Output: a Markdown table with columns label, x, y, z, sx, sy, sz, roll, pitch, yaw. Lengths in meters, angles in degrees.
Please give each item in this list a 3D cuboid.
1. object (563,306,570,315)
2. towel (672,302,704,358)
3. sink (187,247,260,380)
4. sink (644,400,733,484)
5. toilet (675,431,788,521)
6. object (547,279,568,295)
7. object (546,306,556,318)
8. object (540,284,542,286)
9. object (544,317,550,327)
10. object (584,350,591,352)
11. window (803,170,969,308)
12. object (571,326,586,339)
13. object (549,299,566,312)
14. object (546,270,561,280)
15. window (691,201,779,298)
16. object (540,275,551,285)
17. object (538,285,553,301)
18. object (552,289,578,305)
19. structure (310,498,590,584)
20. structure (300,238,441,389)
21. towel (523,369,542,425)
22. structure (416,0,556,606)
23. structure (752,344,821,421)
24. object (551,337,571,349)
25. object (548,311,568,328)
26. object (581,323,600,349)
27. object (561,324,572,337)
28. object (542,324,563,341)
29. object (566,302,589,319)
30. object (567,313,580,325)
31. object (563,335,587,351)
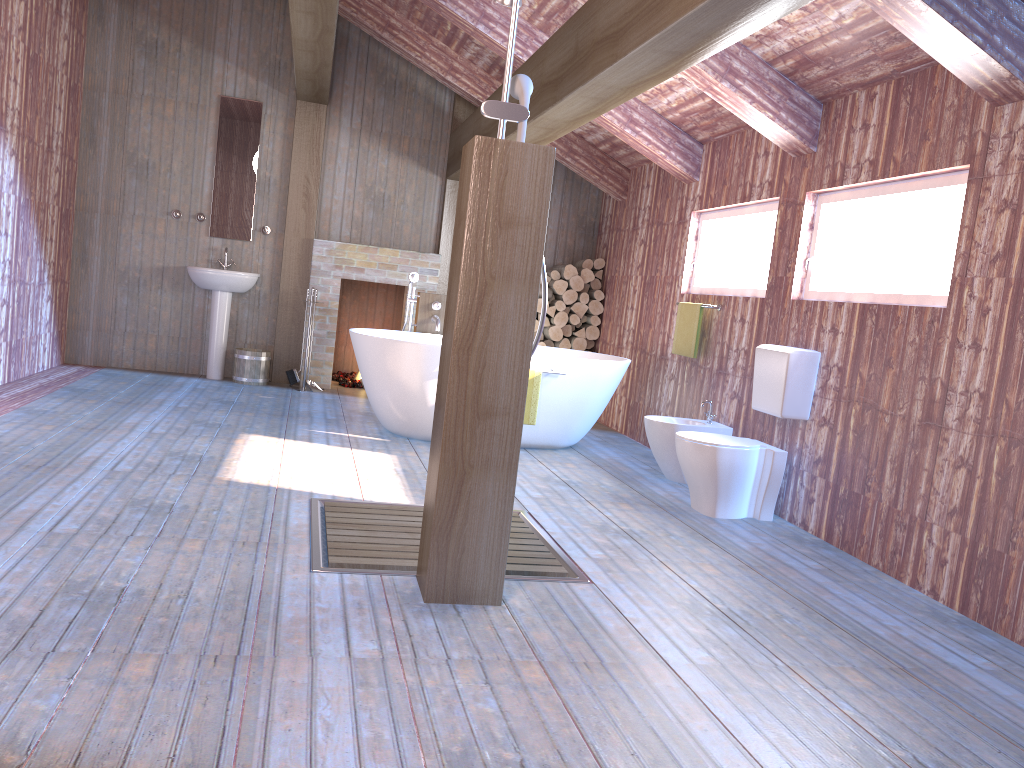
| label | x | y | z | sx | sy | sz | roll | pitch | yaw |
| --- | --- | --- | --- | --- | --- | --- | --- | --- | --- |
| object | 0.461 | -0.675 | 8.175 | 0.095 | 0.090 | 0.278 | 6 | 6 | -12 |
| towel | 1.183 | -0.367 | 5.975 | 0.032 | 0.361 | 0.370 | 5 | 6 | -13 |
| sink | -2.496 | -0.597 | 7.576 | 0.582 | 1.143 | 0.475 | 5 | 6 | -14 |
| sink | 1.051 | 0.342 | 5.458 | 0.515 | 0.517 | 0.335 | 5 | 6 | -12 |
| toilet | 1.098 | 0.485 | 4.676 | 0.534 | 0.400 | 0.375 | 5 | 6 | -12 |
| object | 0.386 | -0.901 | 8.171 | 0.139 | 0.148 | 0.458 | 5 | 6 | -13 |
| object | 0.295 | -0.669 | 8.157 | 0.109 | 0.124 | 0.424 | 5 | 6 | -14 |
| object | 0.196 | -0.869 | 8.211 | 0.113 | 0.130 | 0.291 | 5 | 6 | -12 |
| object | 0.288 | -0.581 | 8.174 | 0.085 | 0.096 | 0.280 | 5 | 6 | -12 |
| object | 0.647 | -0.260 | 8.313 | 0.139 | 0.137 | 0.455 | 5 | 6 | -15 |
| window | 1.776 | -0.668 | 4.239 | 0.054 | 0.587 | 1.255 | 5 | 6 | -12 |
| object | 0.579 | -0.497 | 8.246 | 0.115 | 0.112 | 0.423 | 5 | 6 | -13 |
| object | 0.390 | -0.731 | 8.170 | 0.102 | 0.109 | 0.438 | 5 | 6 | -13 |
| object | 0.372 | -0.998 | 8.126 | 0.094 | 0.097 | 0.227 | 5 | 6 | -12 |
| window | 1.460 | -0.854 | 5.741 | 0.054 | 0.587 | 1.255 | 5 | 6 | -12 |
| object | 0.257 | -0.949 | 8.217 | 0.140 | 0.121 | 0.319 | 6 | 6 | -12 |
| object | 0.213 | -0.843 | 8.015 | 0.302 | 0.157 | 0.121 | 5 | 6 | -12 |
| object | 0.475 | -0.802 | 8.185 | 0.143 | 0.151 | 0.440 | 5 | 6 | -13 |
| structure | -0.311 | 0.646 | 3.614 | 1.000 | 0.067 | 1.000 | 5 | 6 | -14 |
| structure | -1.279 | -0.573 | 7.998 | 1.130 | 1.330 | 0.226 | 5 | 6 | -13 |
| towel | -0.005 | 0.072 | 5.640 | 0.370 | 0.361 | 0.032 | 5 | 6 | -17 |
| structure | -0.044 | -0.387 | 2.984 | 0.328 | 2.209 | 0.522 | 7 | 6 | 7 |
| structure | 1.429 | -0.016 | 4.682 | 0.182 | 0.363 | 0.358 | 5 | 6 | -12 |
| object | 0.447 | -0.380 | 8.206 | 0.114 | 0.113 | 0.301 | 5 | 6 | -16 |
| object | 0.396 | -0.603 | 8.192 | 0.136 | 0.157 | 0.439 | 5 | 6 | -12 |
| object | 0.682 | -0.442 | 8.287 | 0.137 | 0.256 | 0.439 | 5 | 6 | -13 |
| object | 0.459 | -0.507 | 8.204 | 0.111 | 0.118 | 0.302 | 5 | 6 | -14 |
| object | 0.340 | -0.484 | 8.194 | 0.141 | 0.143 | 0.437 | 5 | 6 | -15 |
| object | 0.561 | -0.692 | 8.248 | 0.172 | 0.151 | 0.482 | 5 | 6 | -12 |
| object | 0.523 | -0.612 | 8.218 | 0.102 | 0.109 | 0.438 | 5 | 6 | -13 |
| object | 0.563 | -0.382 | 8.265 | 0.137 | 0.133 | 0.437 | 5 | 6 | -15 |
